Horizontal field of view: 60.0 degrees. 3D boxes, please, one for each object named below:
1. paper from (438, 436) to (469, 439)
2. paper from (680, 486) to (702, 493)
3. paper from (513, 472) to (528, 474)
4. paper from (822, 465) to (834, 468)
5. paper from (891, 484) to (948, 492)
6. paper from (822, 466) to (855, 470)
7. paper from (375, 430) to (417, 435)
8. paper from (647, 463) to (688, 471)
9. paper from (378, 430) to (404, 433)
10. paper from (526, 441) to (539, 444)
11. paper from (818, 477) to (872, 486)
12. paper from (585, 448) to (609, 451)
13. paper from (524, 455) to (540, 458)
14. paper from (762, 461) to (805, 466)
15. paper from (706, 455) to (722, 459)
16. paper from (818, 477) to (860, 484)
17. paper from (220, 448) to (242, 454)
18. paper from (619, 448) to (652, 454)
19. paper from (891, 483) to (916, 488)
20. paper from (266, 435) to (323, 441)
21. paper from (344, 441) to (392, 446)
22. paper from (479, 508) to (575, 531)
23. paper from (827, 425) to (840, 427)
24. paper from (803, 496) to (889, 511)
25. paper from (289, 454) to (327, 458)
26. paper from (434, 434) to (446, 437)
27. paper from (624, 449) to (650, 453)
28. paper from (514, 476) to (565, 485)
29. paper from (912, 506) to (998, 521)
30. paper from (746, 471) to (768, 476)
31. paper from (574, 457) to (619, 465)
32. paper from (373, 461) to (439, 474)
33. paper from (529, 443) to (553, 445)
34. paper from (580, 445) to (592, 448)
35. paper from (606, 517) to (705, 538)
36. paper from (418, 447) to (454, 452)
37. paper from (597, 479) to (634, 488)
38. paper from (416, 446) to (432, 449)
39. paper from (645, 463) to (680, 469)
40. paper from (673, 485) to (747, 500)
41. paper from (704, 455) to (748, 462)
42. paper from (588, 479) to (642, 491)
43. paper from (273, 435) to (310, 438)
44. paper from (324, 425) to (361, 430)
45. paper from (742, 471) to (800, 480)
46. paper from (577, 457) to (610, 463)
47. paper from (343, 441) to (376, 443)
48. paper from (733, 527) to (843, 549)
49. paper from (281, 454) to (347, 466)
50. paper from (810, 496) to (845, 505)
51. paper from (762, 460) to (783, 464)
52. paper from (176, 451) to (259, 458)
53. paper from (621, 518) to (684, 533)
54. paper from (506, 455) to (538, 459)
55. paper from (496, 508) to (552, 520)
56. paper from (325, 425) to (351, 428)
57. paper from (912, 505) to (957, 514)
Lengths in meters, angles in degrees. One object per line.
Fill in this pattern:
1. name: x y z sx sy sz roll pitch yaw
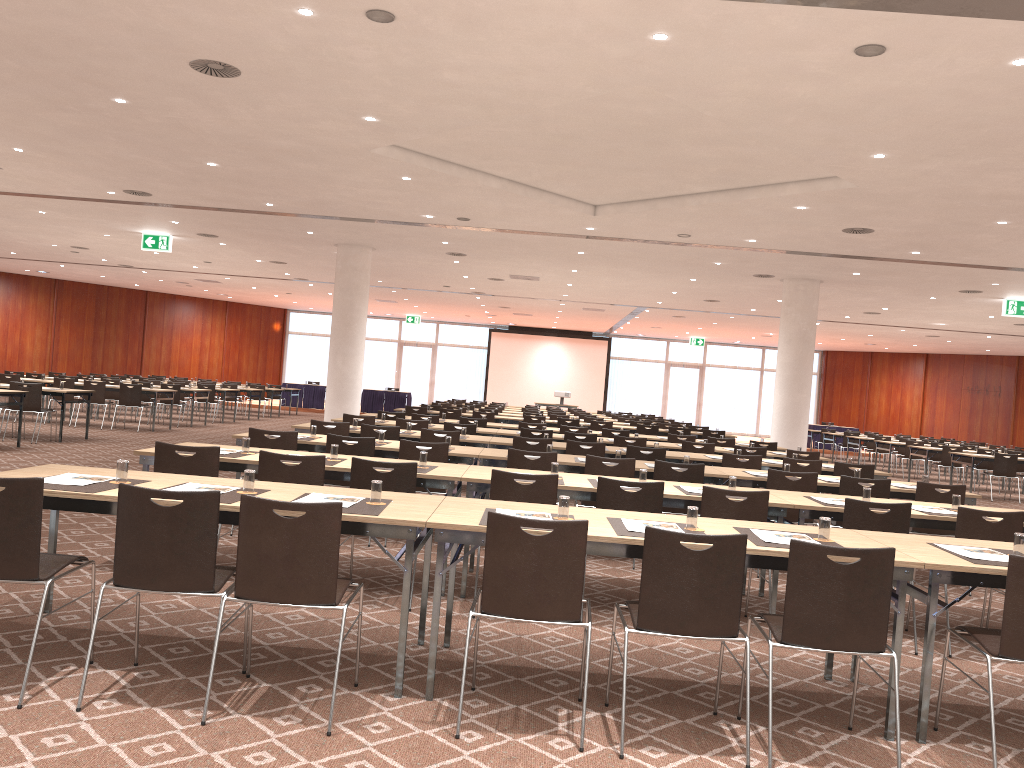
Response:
1. paper: -0.755 0.613 10.400 0.460 0.003 0.565 5 0 1
2. paper: 1.389 0.771 6.424 0.283 0.006 0.398 5 0 1
3. paper: 0.080 0.668 6.456 0.283 0.006 0.398 5 0 2
4. paper: 3.752 0.965 10.378 0.283 0.006 0.398 5 0 3
5. paper: 3.771 0.966 8.308 0.460 0.003 0.565 5 0 4
6. paper: 3.774 0.970 10.284 0.460 0.003 0.565 5 0 0
7. paper: -1.382 0.563 10.419 0.460 0.003 0.565 5 0 2
8. paper: 1.502 0.787 8.361 0.460 0.003 0.565 5 0 4
9. paper: -1.429 0.556 10.479 0.283 0.006 0.398 5 0 0
10. paper: 0.177 0.682 10.460 0.283 0.006 0.398 5 0 3
11. paper: 3.106 0.914 8.313 0.460 0.003 0.565 5 0 2
12. paper: 0.887 0.742 10.339 0.460 0.003 0.565 5 0 2
13. paper: 0.151 0.677 8.458 0.283 0.006 0.398 5 0 1
14. paper: 3.137 0.920 10.310 0.460 0.003 0.565 5 0 1
15. paper: 2.444 0.861 10.386 0.283 0.006 0.398 5 0 0
16. paper: 3.056 0.906 8.367 0.283 0.006 0.398 5 0 -2
17. paper: -2.174 0.490 6.514 0.283 0.006 0.398 5 0 3
18. paper: 1.515 0.792 10.349 0.460 0.003 0.565 5 0 0
19. paper: 3.707 0.958 8.364 0.283 0.006 0.398 5 0 -1
20. paper: -2.084 0.504 8.410 0.460 0.003 0.565 5 0 0
21. paper: -1.429 0.556 8.445 0.460 0.003 0.565 5 0 4
22. paper: 0.084 0.668 4.360 0.460 0.003 0.565 5 0 2
23. paper: 11.299 1.474 31.198 0.460 0.003 0.565 5 0 1
24. paper: 2.385 0.853 6.333 0.460 0.003 0.565 5 0 3
25. paper: -1.539 0.540 6.498 0.283 0.006 0.398 5 0 2
26. paper: -0.793 0.606 10.447 0.283 0.006 0.398 5 0 2
27. paper: 1.462 0.784 10.414 0.283 0.006 0.398 5 0 1
28. paper: 0.140 0.676 6.371 0.460 0.003 0.565 5 0 2
29. paper: 3.069 0.907 6.298 0.460 0.003 0.565 5 0 1
30. paper: 2.390 0.854 8.397 0.283 0.006 0.398 5 0 2
31. paper: 0.824 0.734 8.384 0.460 0.003 0.565 5 0 3
32. paper: -0.805 0.602 6.423 0.460 0.003 0.565 5 0 4
33. paper: 0.248 0.692 10.378 0.460 0.003 0.565 5 0 2
34. paper: 0.845 0.735 10.422 0.283 0.006 0.398 5 0 -1
35. paper: 0.721 0.718 4.377 0.460 0.003 0.565 5 0 1
36. paper: -0.797 0.606 8.405 0.460 0.003 0.565 5 0 2
37. paper: 0.764 0.722 6.434 0.283 0.006 0.398 5 0 2
38. paper: -0.826 0.600 8.464 0.283 0.006 0.398 5 0 -1
39. paper: 1.419 0.777 8.398 0.283 0.006 0.398 5 0 0
40. paper: 1.430 0.778 6.358 0.460 0.003 0.565 5 0 1
41. paper: 2.513 0.871 10.334 0.460 0.003 0.565 5 0 1
42. paper: 0.792 0.728 6.362 0.460 0.003 0.565 5 0 0
43. paper: -2.116 0.498 8.491 0.283 0.006 0.398 5 0 3
44. paper: -2.021 0.513 10.425 0.460 0.003 0.565 5 0 1
45. paper: 2.454 0.862 8.329 0.460 0.003 0.565 5 0 1
46. paper: 0.775 0.726 8.429 0.283 0.006 0.398 5 0 1
47. paper: -1.470 0.549 8.482 0.283 0.006 0.398 5 0 0
48. paper: 1.378 0.770 4.384 0.460 0.003 0.565 5 0 3
49. paper: -1.472 0.549 6.422 0.460 0.003 0.565 5 0 0
50. paper: 2.350 0.847 6.384 0.283 0.006 0.398 5 0 1
51. paper: 3.086 0.912 10.369 0.283 0.006 0.398 5 0 -1
52. paper: -2.133 0.497 6.445 0.460 0.003 0.565 5 0 3
53. paper: 0.704 0.713 4.427 0.283 0.006 0.398 5 0 2
54. paper: 0.192 0.684 8.378 0.460 0.003 0.565 5 0 3
55. paper: 0.059 0.662 4.440 0.283 0.006 0.398 5 0 0
56. paper: -2.057 0.506 10.498 0.283 0.006 0.398 5 0 2
57. paper: 3.003 0.898 6.368 0.283 0.006 0.398 5 0 2
